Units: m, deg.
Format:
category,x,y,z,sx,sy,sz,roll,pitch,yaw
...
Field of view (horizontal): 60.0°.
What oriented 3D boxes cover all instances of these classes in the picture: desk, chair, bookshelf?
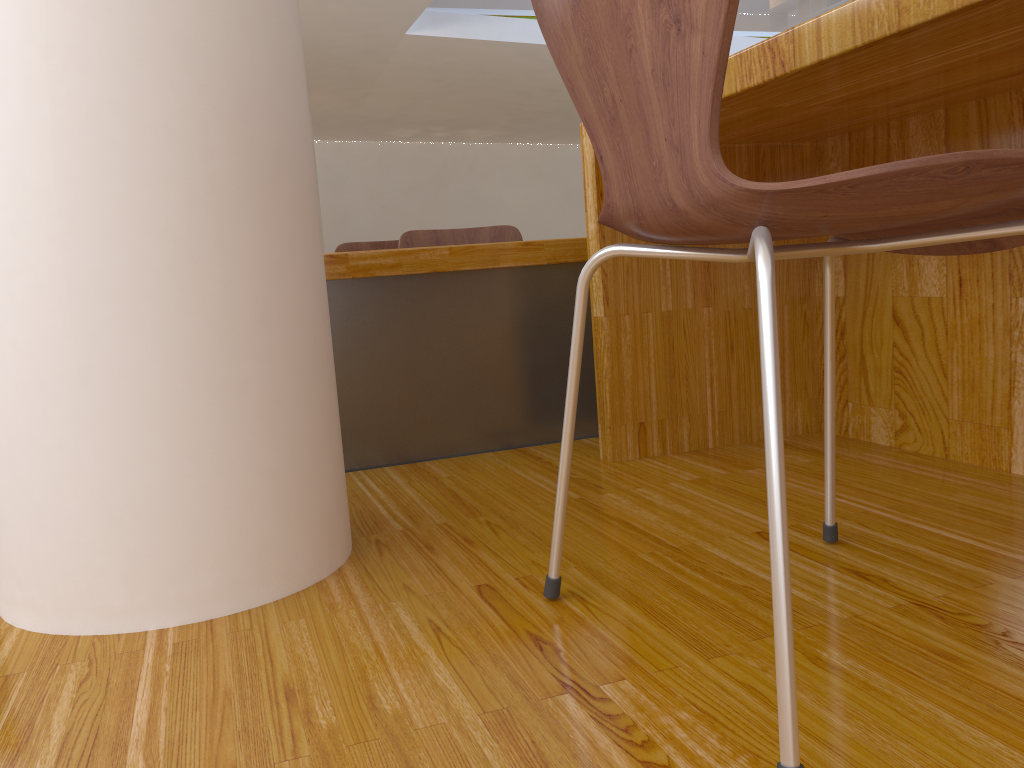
category,x,y,z,sx,sy,sz,roll,pitch,yaw
desk,-0.028,-0.024,2.159,3.356,0.606,0.760,-7,8,-19
chair,0.254,-0.116,0.773,0.381,0.693,0.428,-7,8,-19
chair,-0.473,-0.185,3.358,0.428,0.693,0.381,-7,8,-19
bookshelf,4.265,-4.717,11.569,0.498,1.836,2.984,-7,8,-19
desk,1.249,-0.154,0.285,1.247,0.762,3.194,-7,8,-19
chair,-0.076,-0.114,2.562,0.428,0.693,0.381,-7,8,-19

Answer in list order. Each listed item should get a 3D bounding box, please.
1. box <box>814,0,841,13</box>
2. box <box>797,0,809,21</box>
category,x,y,z,sx,sy,sz,roll,pitch,yaw
box,4.201,-5.093,11.841,0.274,0.296,0.245,-7,8,-19
box,4.081,-5.127,12.181,0.274,0.296,0.245,-7,8,-19
